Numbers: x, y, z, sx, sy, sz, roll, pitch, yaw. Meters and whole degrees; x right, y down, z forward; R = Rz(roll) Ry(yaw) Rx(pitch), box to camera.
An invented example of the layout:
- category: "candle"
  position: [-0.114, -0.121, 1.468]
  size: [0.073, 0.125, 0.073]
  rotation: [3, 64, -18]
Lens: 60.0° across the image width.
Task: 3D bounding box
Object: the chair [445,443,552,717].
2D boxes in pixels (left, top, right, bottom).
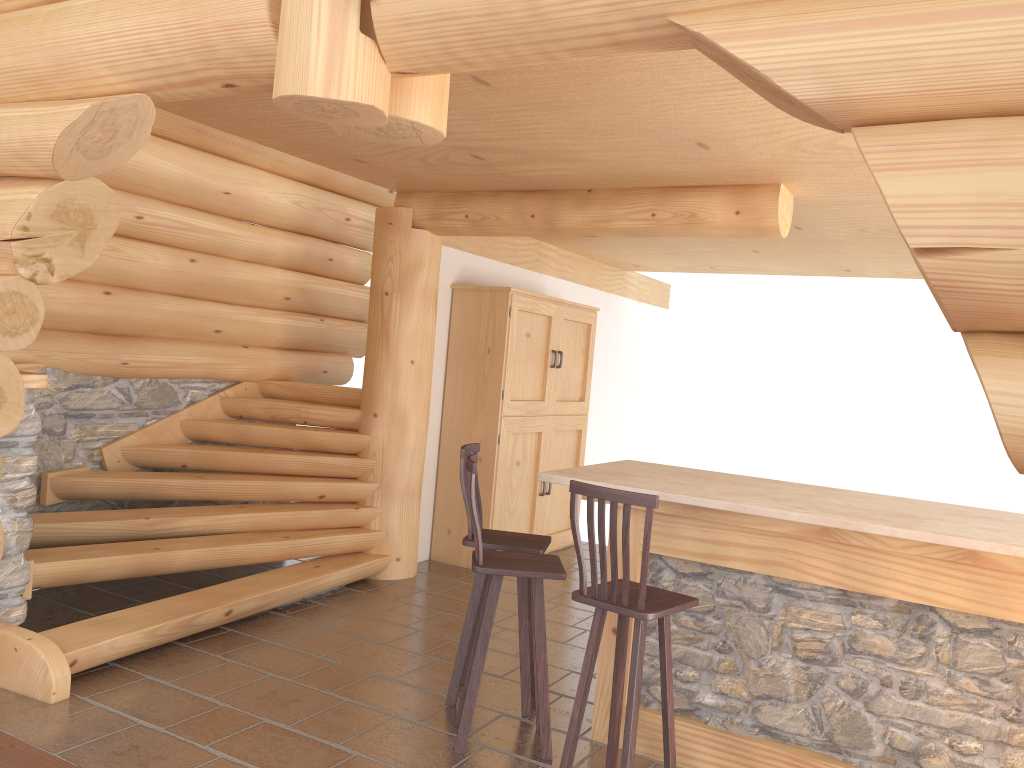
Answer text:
- category: "chair"
  position: [-0.065, 1.003, 4.669]
  size: [0.504, 1.319, 0.406]
  rotation: [5, 1, 9]

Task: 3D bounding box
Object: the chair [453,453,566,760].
- category: "chair"
  position: [-0.017, 1.019, 4.150]
  size: [0.504, 1.319, 0.406]
  rotation: [5, 1, -3]

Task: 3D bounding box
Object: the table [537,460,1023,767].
- category: "table"
  position: [1.752, 1.206, 4.043]
  size: [3.220, 1.257, 1.196]
  rotation: [6, 2, 29]

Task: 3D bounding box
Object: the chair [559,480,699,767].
- category: "chair"
  position: [0.475, 1.073, 3.675]
  size: [0.406, 1.319, 0.504]
  rotation: [6, 2, 39]

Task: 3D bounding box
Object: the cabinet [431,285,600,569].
- category: "cabinet"
  position: [0.093, 0.385, 8.355]
  size: [0.670, 2.403, 1.847]
  rotation: [6, 2, 29]

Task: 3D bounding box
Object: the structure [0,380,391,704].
- category: "structure"
  position: [-2.263, 0.621, 6.157]
  size: [1.951, 1.643, 3.604]
  rotation: [6, 1, 23]
